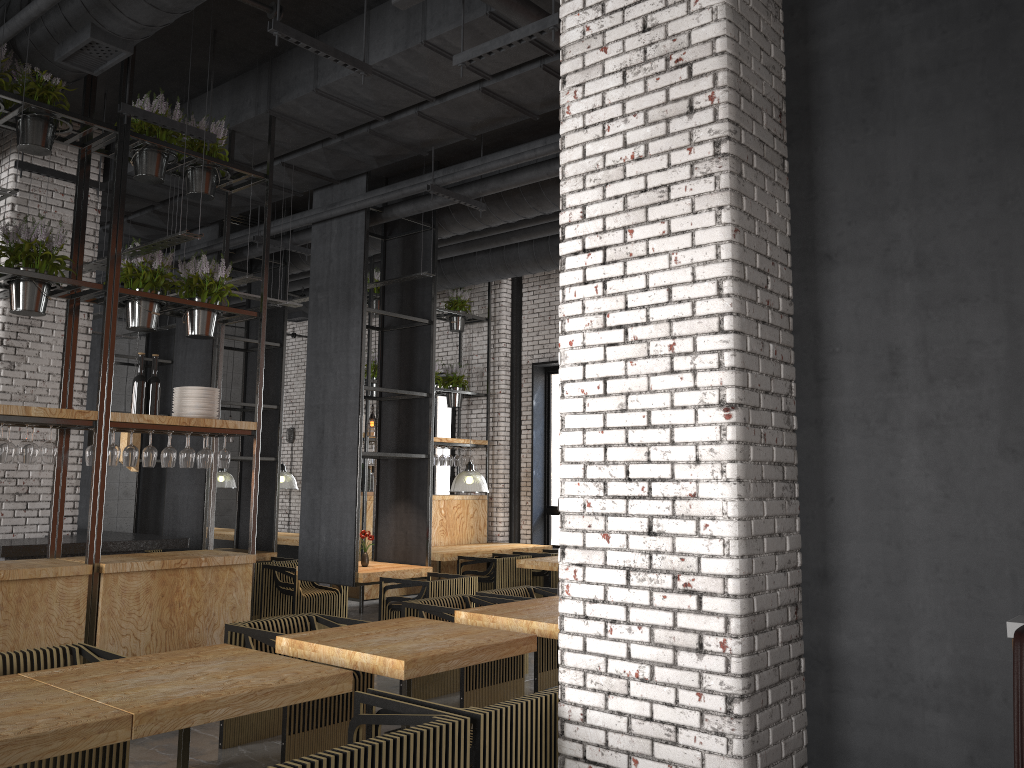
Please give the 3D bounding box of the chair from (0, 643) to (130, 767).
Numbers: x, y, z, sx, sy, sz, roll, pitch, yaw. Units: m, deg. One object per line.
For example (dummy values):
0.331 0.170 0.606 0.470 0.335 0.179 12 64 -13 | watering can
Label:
-2.276 1.685 4.215 0.638 0.732 0.656 -6 -10 42 | chair

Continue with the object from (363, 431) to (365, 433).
-1.870 0.639 11.564 0.334 0.033 0.334 2 -7 -12 | object

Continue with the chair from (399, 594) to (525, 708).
-0.357 1.961 6.477 0.638 0.732 0.656 -5 -9 40 | chair

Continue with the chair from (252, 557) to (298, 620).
-2.774 2.318 9.809 0.638 0.732 0.656 -6 -10 42 | chair

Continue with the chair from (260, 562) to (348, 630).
-2.182 2.267 9.316 0.638 0.732 0.656 -6 -10 42 | chair

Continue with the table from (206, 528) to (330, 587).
-4.260 2.812 14.422 4.131 0.765 0.998 -5 -9 40 | table

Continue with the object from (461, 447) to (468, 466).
-0.681 1.042 12.701 0.101 0.268 0.100 3 -8 -19 | object

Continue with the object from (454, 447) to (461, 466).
-0.776 1.029 12.589 0.101 0.268 0.100 3 -8 -19 | object

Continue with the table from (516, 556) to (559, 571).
1.105 2.389 10.251 0.999 0.765 2.113 -5 -9 40 | table

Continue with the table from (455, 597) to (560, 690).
0.325 1.875 5.807 0.999 0.765 0.995 -5 -9 40 | table

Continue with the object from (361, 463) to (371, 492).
-1.897 1.135 11.368 0.156 0.555 0.106 -6 -10 39 | object

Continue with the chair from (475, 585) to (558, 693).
0.155 2.038 7.104 0.638 0.732 0.656 -5 -9 39 | chair

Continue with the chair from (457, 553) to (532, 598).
-0.214 2.444 10.700 0.638 0.732 0.656 -5 -9 40 | chair

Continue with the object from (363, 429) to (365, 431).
-1.871 0.619 11.567 0.334 0.046 0.334 -2 -7 21 | object

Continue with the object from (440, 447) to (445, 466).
-0.995 1.047 12.772 0.101 0.268 0.100 3 -8 -19 | object

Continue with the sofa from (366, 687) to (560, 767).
0.212 1.702 4.150 0.640 0.732 1.803 -5 -9 40 | sofa

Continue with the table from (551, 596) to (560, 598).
0.969 1.968 6.568 0.999 0.765 0.995 -5 -9 40 | table

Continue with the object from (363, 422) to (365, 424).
-1.870 0.527 11.578 0.334 0.039 0.334 6 -9 -42 | object

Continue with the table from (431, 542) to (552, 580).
-0.515 2.526 11.598 0.999 0.765 2.113 -5 -9 40 | table

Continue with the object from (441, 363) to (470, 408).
-0.835 0.064 12.877 0.416 0.560 0.466 5 -8 -30 | object

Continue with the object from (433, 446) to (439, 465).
-1.054 0.989 12.261 0.101 0.268 0.100 2 -8 -13 | object

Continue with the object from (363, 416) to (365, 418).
-1.869 0.449 11.589 0.334 0.039 0.334 -1 -7 15 | object

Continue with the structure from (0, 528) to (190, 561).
-6.466 1.701 8.053 5.870 1.537 4.303 -5 -9 40 | structure

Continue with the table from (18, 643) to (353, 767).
-1.406 1.627 3.786 0.999 0.765 0.995 -5 -9 40 | table

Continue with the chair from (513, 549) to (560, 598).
0.439 2.542 11.503 0.638 0.732 0.656 -5 -9 38 | chair

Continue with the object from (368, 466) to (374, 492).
-1.843 1.238 11.442 0.107 0.369 0.070 -6 -10 39 | object

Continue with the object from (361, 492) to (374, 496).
-1.917 1.421 11.492 0.411 0.050 0.411 -5 -8 39 | object

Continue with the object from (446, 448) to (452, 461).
-0.901 1.061 12.883 0.101 0.268 0.100 3 -8 -19 | object

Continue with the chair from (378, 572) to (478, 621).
-0.776 2.152 8.187 0.638 0.732 0.656 -5 -9 38 | chair

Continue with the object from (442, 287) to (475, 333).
-0.800 -1.048 13.022 0.416 0.560 0.466 7 -9 -40 | object

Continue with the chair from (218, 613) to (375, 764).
-1.295 1.828 5.390 0.638 0.732 0.656 -5 -9 39 | chair

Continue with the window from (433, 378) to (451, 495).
-1.095 1.211 14.258 0.748 2.706 0.364 -6 -10 40 | window

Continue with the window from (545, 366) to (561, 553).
0.730 1.056 12.742 0.748 2.706 0.364 -6 -10 40 | window

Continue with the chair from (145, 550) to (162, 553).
-4.181 2.439 10.991 0.638 0.732 0.656 -5 -9 39 | chair

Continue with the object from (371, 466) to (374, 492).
-1.802 1.244 11.493 0.107 0.369 0.070 -6 -10 39 | object

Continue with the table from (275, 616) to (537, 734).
-0.569 1.748 4.776 0.999 0.765 0.995 -5 -9 40 | table

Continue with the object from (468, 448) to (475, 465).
-0.587 1.056 12.813 0.101 0.268 0.100 3 -8 -19 | object

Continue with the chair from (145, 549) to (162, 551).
-4.739 2.489 11.481 0.638 0.732 0.656 -6 -9 40 | chair

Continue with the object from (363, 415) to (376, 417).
-1.869 0.430 11.592 0.334 0.039 0.334 -1 -7 14 | object

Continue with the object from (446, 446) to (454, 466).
-0.871 1.015 12.477 0.101 0.268 0.100 3 -8 -19 | object

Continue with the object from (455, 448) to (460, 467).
-0.806 1.075 12.995 0.101 0.268 0.100 3 -8 -19 | object

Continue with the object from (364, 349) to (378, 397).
-1.786 -0.074 11.749 0.467 0.560 0.415 0 -7 5 | object

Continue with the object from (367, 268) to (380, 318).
-1.815 -1.184 11.918 0.416 0.560 0.466 -1 -7 14 | object

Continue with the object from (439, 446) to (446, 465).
-0.965 1.001 12.365 0.101 0.268 0.100 2 -8 -13 | object

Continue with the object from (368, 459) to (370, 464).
-1.908 0.915 11.693 0.101 0.268 0.100 2 -8 -13 | object

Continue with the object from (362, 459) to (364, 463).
-1.872 0.870 11.293 0.101 0.268 0.100 2 -8 -13 | object

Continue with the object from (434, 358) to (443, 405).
-1.190 0.020 12.524 0.416 0.560 0.466 1 -7 -4 | object

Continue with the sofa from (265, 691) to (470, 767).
-0.980 1.529 2.741 0.640 0.732 1.803 -5 -9 40 | sofa

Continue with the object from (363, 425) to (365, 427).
-1.870 0.561 11.574 0.334 0.039 0.334 0 -7 6 | object

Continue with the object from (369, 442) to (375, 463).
-1.783 0.883 11.398 0.101 0.268 0.100 2 -8 -13 | object

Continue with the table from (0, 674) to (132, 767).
-2.050 1.534 3.025 0.999 0.765 0.995 -5 -9 40 | table

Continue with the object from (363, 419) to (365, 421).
-1.870 0.488 11.584 0.334 0.041 0.334 -1 -7 9 | object

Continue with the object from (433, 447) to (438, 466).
-1.090 1.034 12.660 0.101 0.268 0.100 3 -8 -19 | object
